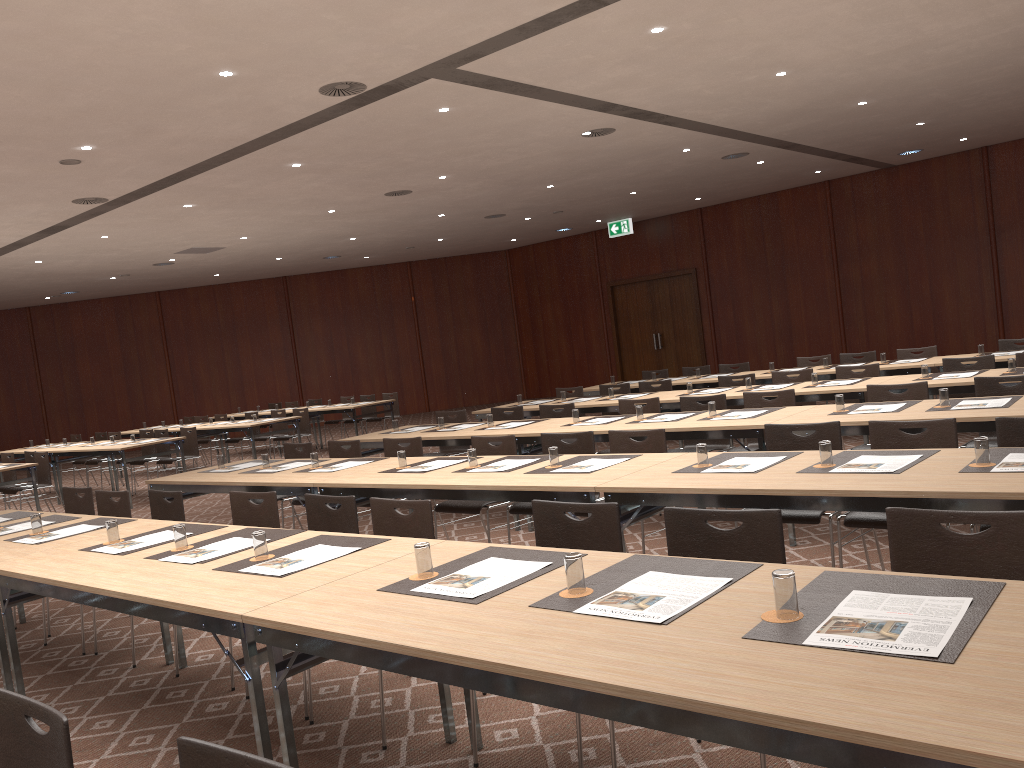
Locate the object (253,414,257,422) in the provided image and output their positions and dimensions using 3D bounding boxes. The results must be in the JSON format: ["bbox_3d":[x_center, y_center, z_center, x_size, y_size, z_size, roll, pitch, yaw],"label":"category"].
[{"bbox_3d":[-4.102,0.540,14.142,0.054,0.114,0.054,-5,4,29],"label":"object"}]

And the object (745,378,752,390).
[{"bbox_3d":[2.303,-0.004,8.634,0.054,0.114,0.054,-8,3,-16],"label":"object"}]

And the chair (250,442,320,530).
[{"bbox_3d":[-1.964,1.006,7.818,0.536,0.940,0.613,-4,4,42],"label":"chair"}]

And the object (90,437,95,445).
[{"bbox_3d":[-6.369,0.861,13.459,0.054,0.114,0.054,-5,4,29],"label":"object"}]

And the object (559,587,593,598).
[{"bbox_3d":[0.190,0.617,2.623,0.102,0.001,0.102,-6,3,29],"label":"object"}]

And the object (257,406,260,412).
[{"bbox_3d":[-5.022,0.490,17.550,0.054,0.114,0.054,-7,3,7],"label":"object"}]

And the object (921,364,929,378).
[{"bbox_3d":[3.533,-0.109,7.587,0.054,0.114,0.054,-8,3,-16],"label":"object"}]

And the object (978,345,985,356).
[{"bbox_3d":[4.816,-0.346,9.101,0.054,0.114,0.054,-8,3,-16],"label":"object"}]

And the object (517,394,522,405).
[{"bbox_3d":[0.091,0.184,10.541,0.054,0.114,0.054,-7,3,7],"label":"object"}]

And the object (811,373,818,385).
[{"bbox_3d":[2.803,-0.046,8.211,0.054,0.114,0.054,-8,3,-16],"label":"object"}]

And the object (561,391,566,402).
[{"bbox_3d":[0.586,0.142,10.110,0.054,0.114,0.054,-8,3,-16],"label":"object"}]

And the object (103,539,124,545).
[{"bbox_3d":[-2.032,0.806,4.523,0.102,0.001,0.102,-6,3,29],"label":"object"}]

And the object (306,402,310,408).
[{"bbox_3d":[-3.800,0.386,16.497,0.054,0.114,0.054,-5,4,29],"label":"object"}]

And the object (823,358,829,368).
[{"bbox_3d":[3.593,-0.242,10.156,0.054,0.114,0.054,-8,3,-16],"label":"object"}]

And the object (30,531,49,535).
[{"bbox_3d":[-2.750,0.867,5.156,0.102,0.001,0.102,-6,3,29],"label":"object"}]

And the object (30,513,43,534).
[{"bbox_3d":[-2.759,0.810,5.145,0.054,0.114,0.054,-8,3,-16],"label":"object"}]

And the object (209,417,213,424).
[{"bbox_3d":[-5.089,0.624,14.987,0.054,0.114,0.054,-5,4,29],"label":"object"}]

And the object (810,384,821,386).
[{"bbox_3d":[2.811,0.010,8.219,0.102,0.001,0.102,-6,3,29],"label":"object"}]

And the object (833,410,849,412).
[{"bbox_3d":[2.256,0.185,6.080,0.102,0.001,0.102,-9,4,-38],"label":"object"}]

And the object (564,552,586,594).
[{"bbox_3d":[0.186,0.560,2.628,0.054,0.114,0.054,-8,3,-16],"label":"object"}]

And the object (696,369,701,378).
[{"bbox_3d":[2.352,-0.136,11.203,0.054,0.114,0.054,-8,3,-16],"label":"object"}]

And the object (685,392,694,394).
[{"bbox_3d":[1.818,0.094,9.079,0.102,0.001,0.102,-6,3,29],"label":"object"}]

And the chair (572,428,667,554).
[{"bbox_3d":[0.738,0.774,5.556,0.536,0.940,0.613,-4,4,43],"label":"chair"}]

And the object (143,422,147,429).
[{"bbox_3d":[-6.815,0.771,16.453,0.054,0.114,0.054,-7,3,7],"label":"object"}]

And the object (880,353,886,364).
[{"bbox_3d":[4.078,-0.284,9.742,0.054,0.114,0.054,-8,3,-16],"label":"object"}]

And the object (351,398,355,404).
[{"bbox_3d":[-2.814,0.302,15.656,0.054,0.114,0.054,-5,4,29],"label":"object"}]

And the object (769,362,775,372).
[{"bbox_3d":[3.101,-0.200,10.578,0.054,0.114,0.054,-8,3,-16],"label":"object"}]

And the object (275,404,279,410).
[{"bbox_3d":[-4.539,0.449,17.122,0.054,0.114,0.054,-7,3,7],"label":"object"}]

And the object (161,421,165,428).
[{"bbox_3d":[-6.303,0.727,16.030,0.054,0.114,0.054,-7,3,7],"label":"object"}]

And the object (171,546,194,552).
[{"bbox_3d":[-1.528,0.763,4.110,0.102,0.001,0.102,-6,3,29],"label":"object"}]

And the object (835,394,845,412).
[{"bbox_3d":[2.244,0.129,6.071,0.054,0.114,0.054,-8,3,-16],"label":"object"}]

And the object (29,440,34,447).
[{"bbox_3d":[-8.093,1.008,14.937,0.054,0.114,0.054,-7,3,7],"label":"object"}]

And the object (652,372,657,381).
[{"bbox_3d":[1.864,-0.095,11.634,0.054,0.114,0.054,-8,3,-16],"label":"object"}]

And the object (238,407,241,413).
[{"bbox_3d":[-5.527,0.533,17.972,0.054,0.114,0.054,-7,3,7],"label":"object"}]

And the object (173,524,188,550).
[{"bbox_3d":[-1.532,0.706,4.096,0.054,0.114,0.054,-8,3,-16],"label":"object"}]

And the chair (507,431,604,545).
[{"bbox_3d":[0.327,0.809,5.909,0.536,0.940,0.613,-5,4,38],"label":"chair"}]

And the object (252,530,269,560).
[{"bbox_3d":[-1.038,0.665,3.657,0.054,0.114,0.054,-8,3,-16],"label":"object"}]

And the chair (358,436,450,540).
[{"bbox_3d":[-0.928,0.913,7.030,0.536,0.940,0.613,-5,4,38],"label":"chair"}]

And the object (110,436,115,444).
[{"bbox_3d":[-5.882,0.820,13.046,0.054,0.114,0.054,-5,4,29],"label":"object"}]

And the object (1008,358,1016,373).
[{"bbox_3d":[4.039,-0.152,7.165,0.054,0.114,0.054,-8,3,-16],"label":"object"}]

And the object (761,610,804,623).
[{"bbox_3d":[0.672,0.577,2.204,0.102,0.001,0.102,-6,3,29],"label":"object"}]

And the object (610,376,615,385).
[{"bbox_3d":[1.370,-0.053,12.050,0.054,0.114,0.054,-7,3,7],"label":"object"}]

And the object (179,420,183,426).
[{"bbox_3d":[-5.821,0.686,15.612,0.054,0.114,0.054,-7,3,7],"label":"object"}]

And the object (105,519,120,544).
[{"bbox_3d":[-2.031,0.749,4.510,0.054,0.114,0.054,-8,3,-16],"label":"object"}]

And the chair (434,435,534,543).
[{"bbox_3d":[-0.190,0.855,6.297,0.536,0.940,0.613,-4,4,42],"label":"chair"}]

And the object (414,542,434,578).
[{"bbox_3d":[-0.302,0.602,3.033,0.054,0.114,0.054,-8,3,-16],"label":"object"}]

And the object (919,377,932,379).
[{"bbox_3d":[3.538,-0.051,7.587,0.102,0.001,0.102,-6,3,29],"label":"object"}]

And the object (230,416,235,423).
[{"bbox_3d":[-4.592,0.581,14.566,0.054,0.114,0.054,-5,4,29],"label":"object"}]

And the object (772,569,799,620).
[{"bbox_3d":[0.676,0.519,2.192,0.054,0.114,0.054,-7,3,7],"label":"object"}]

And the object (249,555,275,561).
[{"bbox_3d":[-1.036,0.721,3.677,0.102,0.001,0.102,-6,3,29],"label":"object"}]

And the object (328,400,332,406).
[{"bbox_3d":[-3.304,0.344,16.071,0.054,0.114,0.054,-5,4,29],"label":"object"}]

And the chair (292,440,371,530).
[{"bbox_3d":[-1.484,0.963,7.461,0.536,0.940,0.613,-4,4,41],"label":"chair"}]

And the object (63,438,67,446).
[{"bbox_3d":[-7.106,0.924,14.093,0.054,0.114,0.054,-7,3,7],"label":"object"}]

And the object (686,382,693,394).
[{"bbox_3d":[1.814,0.038,9.053,0.054,0.114,0.054,-8,3,-16],"label":"object"}]

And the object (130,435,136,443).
[{"bbox_3d":[-5.393,0.779,12.619,0.054,0.114,0.054,-5,4,29],"label":"object"}]

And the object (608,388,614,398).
[{"bbox_3d":[1.085,0.099,9.700,0.054,0.114,0.054,-8,3,-16],"label":"object"}]

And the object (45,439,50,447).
[{"bbox_3d":[-7.600,0.966,14.514,0.054,0.114,0.054,-7,3,7],"label":"object"}]

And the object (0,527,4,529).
[{"bbox_3d":[-3.248,0.910,5.563,0.102,0.001,0.102,-6,3,29],"label":"object"}]
